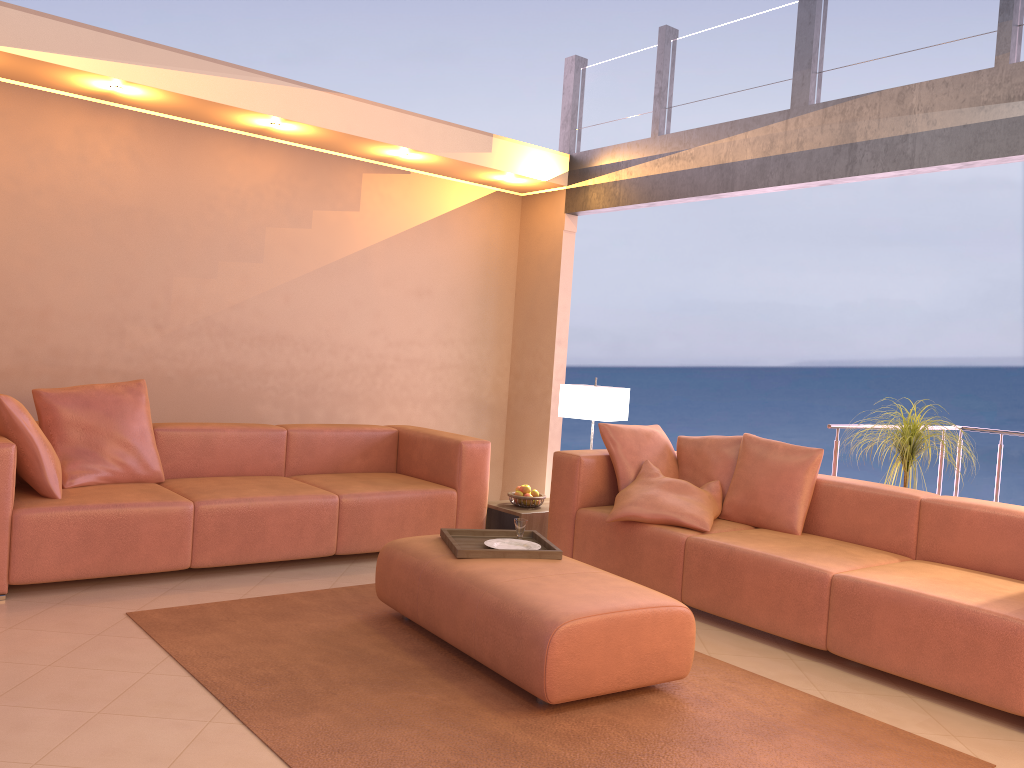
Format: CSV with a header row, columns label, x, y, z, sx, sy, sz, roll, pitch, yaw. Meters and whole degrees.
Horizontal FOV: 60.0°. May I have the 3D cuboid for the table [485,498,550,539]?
label,x,y,z,sx,sy,sz,roll,pitch,yaw
table,0.275,0.881,5.539,0.918,0.268,0.412,3,2,-39

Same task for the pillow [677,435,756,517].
label,x,y,z,sx,sy,sz,roll,pitch,yaw
pillow,1.078,0.478,4.818,0.492,0.446,0.255,5,2,35

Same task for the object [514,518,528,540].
label,x,y,z,sx,sy,sz,roll,pitch,yaw
object,0.036,0.643,3.908,0.061,0.091,0.061,5,2,36

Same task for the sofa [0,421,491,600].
label,x,y,z,sx,sy,sz,roll,pitch,yaw
sofa,-1.480,0.578,4.757,2.781,0.672,0.943,3,2,-39

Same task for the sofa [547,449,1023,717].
label,x,y,z,sx,sy,sz,roll,pitch,yaw
sofa,1.401,0.794,4.147,0.943,0.672,2.781,3,2,-39

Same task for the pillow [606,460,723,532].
label,x,y,z,sx,sy,sz,roll,pitch,yaw
pillow,0.796,0.565,4.542,0.517,0.292,0.514,5,2,20

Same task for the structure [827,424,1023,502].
label,x,y,z,sx,sy,sz,roll,pitch,yaw
structure,3.716,0.661,4.056,1.663,0.541,4.176,3,2,-39

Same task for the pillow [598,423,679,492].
label,x,y,z,sx,sy,sz,roll,pitch,yaw
pillow,0.746,0.458,4.933,0.519,0.455,0.314,3,2,-42

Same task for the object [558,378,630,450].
label,x,y,z,sx,sy,sz,roll,pitch,yaw
object,0.516,0.357,5.736,0.344,0.799,0.344,5,2,30

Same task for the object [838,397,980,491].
label,x,y,z,sx,sy,sz,roll,pitch,yaw
object,2.157,0.618,4.887,0.703,1.088,0.729,5,2,20

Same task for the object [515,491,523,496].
label,x,y,z,sx,sy,sz,roll,pitch,yaw
object,0.042,0.665,5.321,0.055,0.047,0.045,5,2,28

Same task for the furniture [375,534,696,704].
label,x,y,z,sx,sy,sz,roll,pitch,yaw
furniture,0.033,0.852,3.517,0.685,0.301,1.291,3,2,-34

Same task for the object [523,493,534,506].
label,x,y,z,sx,sy,sz,roll,pitch,yaw
object,0.096,0.692,5.314,0.072,0.076,0.074,3,2,-29

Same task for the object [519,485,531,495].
label,x,y,z,sx,sy,sz,roll,pitch,yaw
object,0.079,0.639,5.352,0.069,0.061,0.068,4,2,13

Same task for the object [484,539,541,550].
label,x,y,z,sx,sy,sz,roll,pitch,yaw
object,0.002,0.682,3.717,0.240,0.018,0.240,4,2,15

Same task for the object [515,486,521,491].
label,x,y,z,sx,sy,sz,roll,pitch,yaw
object,0.048,0.644,5.396,0.047,0.046,0.054,5,2,38

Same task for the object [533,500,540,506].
label,x,y,z,sx,sy,sz,roll,pitch,yaw
object,0.147,0.710,5.344,0.046,0.046,0.055,5,2,29

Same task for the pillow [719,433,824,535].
label,x,y,z,sx,sy,sz,roll,pitch,yaw
pillow,1.319,0.505,4.510,0.211,0.468,0.470,3,2,-43

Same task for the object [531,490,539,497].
label,x,y,z,sx,sy,sz,roll,pitch,yaw
object,0.138,0.662,5.340,0.051,0.053,0.045,4,2,-16

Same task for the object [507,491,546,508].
label,x,y,z,sx,sy,sz,roll,pitch,yaw
object,0.088,0.703,5.369,0.235,0.071,0.235,5,2,43

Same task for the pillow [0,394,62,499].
label,x,y,z,sx,sy,sz,roll,pitch,yaw
pillow,-2.248,0.276,4.060,0.335,0.486,0.554,3,2,-42

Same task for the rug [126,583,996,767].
label,x,y,z,sx,sy,sz,roll,pitch,yaw
rug,-0.045,1.055,3.173,1.833,0.005,2.626,3,2,-39

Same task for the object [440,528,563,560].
label,x,y,z,sx,sy,sz,roll,pitch,yaw
object,-0.055,0.674,3.751,0.436,0.034,0.421,4,2,-14

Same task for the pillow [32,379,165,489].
label,x,y,z,sx,sy,sz,roll,pitch,yaw
pillow,-2.063,0.237,4.446,0.302,0.528,0.582,5,2,35
